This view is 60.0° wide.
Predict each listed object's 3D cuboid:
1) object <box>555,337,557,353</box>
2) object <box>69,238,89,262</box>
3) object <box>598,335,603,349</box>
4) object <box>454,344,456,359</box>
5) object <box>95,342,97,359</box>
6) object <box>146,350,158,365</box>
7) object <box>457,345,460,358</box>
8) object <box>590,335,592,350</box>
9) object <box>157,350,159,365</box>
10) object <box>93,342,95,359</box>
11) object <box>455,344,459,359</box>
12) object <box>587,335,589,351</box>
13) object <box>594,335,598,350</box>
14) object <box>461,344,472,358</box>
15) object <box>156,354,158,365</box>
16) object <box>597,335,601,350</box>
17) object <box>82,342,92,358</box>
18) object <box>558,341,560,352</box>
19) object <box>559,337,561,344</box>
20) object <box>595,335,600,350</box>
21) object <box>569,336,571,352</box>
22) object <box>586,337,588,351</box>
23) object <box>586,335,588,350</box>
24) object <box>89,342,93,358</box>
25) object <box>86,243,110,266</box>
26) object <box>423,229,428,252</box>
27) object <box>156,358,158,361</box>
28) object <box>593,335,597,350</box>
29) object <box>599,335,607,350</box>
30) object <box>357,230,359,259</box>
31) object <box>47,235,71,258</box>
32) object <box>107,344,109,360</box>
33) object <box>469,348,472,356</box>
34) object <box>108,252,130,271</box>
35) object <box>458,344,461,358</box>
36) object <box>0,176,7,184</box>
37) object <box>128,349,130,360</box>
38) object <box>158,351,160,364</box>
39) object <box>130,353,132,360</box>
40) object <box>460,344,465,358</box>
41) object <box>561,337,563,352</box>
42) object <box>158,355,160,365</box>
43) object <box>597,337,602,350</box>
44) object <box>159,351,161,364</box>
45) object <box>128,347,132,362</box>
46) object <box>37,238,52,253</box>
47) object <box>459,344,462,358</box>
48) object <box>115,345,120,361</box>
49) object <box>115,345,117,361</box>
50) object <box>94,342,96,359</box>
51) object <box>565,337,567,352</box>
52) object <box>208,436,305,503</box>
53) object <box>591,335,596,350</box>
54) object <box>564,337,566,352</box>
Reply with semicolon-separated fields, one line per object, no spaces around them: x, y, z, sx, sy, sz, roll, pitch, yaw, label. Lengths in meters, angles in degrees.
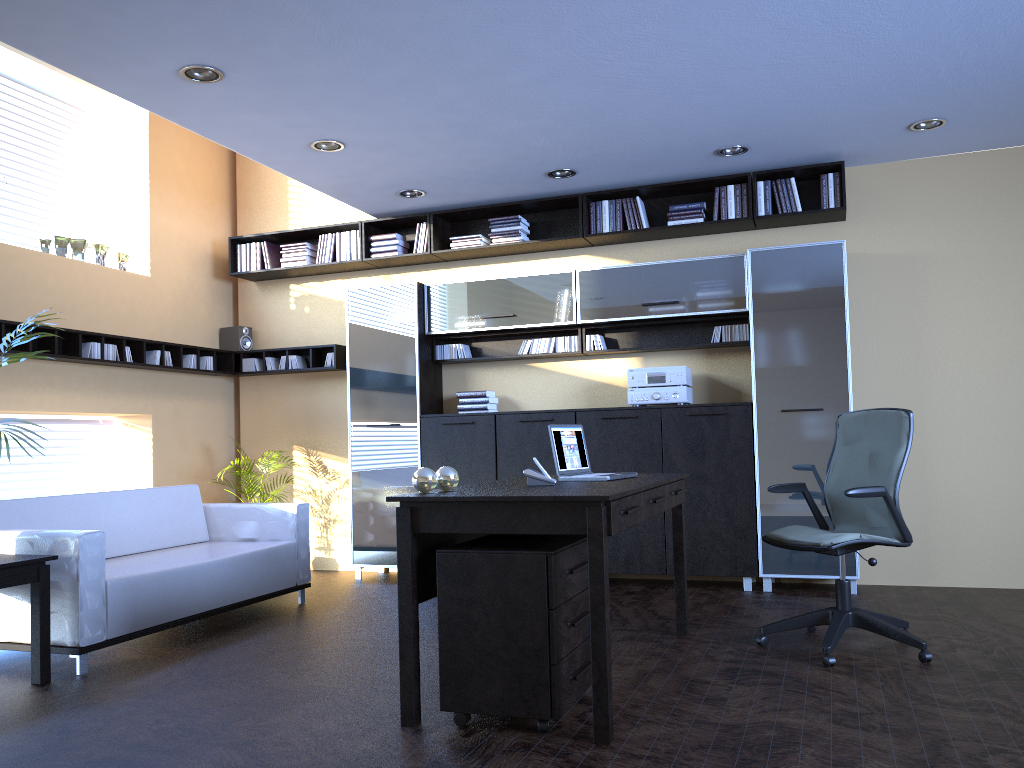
0.372;-0.304;7.048;0.009;0.120;0.142;-2;-3;20;object
-3.292;-1.002;6.727;0.137;0.173;0.144;-1;-3;-20;object
0.709;-0.320;6.928;0.036;0.116;0.140;-2;-3;20;object
-0.446;-0.263;7.339;0.009;0.120;0.142;-2;-3;20;object
-3.122;-0.242;6.536;0.142;0.120;0.009;-3;-2;20;object
-2.913;-0.208;7.118;0.142;0.118;0.040;-3;-3;19;object
-0.416;-0.264;7.329;0.026;0.117;0.140;-2;-3;20;object
0.636;-0.318;6.954;0.009;0.120;0.142;-2;-3;20;object
-2.907;-0.208;7.143;0.142;0.120;0.030;-3;-3;20;object
-3.128;-0.243;6.516;0.142;0.120;0.009;-3;-2;20;object
-0.435;-0.263;7.340;0.009;0.120;0.142;-2;-3;20;object
0.617;-0.317;6.960;0.009;0.120;0.142;-2;-3;20;object
0.674;-0.319;6.939;0.030;0.120;0.142;-2;-3;20;object
-0.373;-0.265;7.314;0.040;0.118;0.142;-2;-3;20;object
-2.910;-0.208;7.133;0.140;0.117;0.026;-3;-3;20;object
0.695;-0.320;6.933;0.026;0.117;0.140;-2;-3;20;object
-3.142;-0.243;6.485;0.142;0.118;0.040;-3;-3;19;object
0.392;-0.305;7.043;0.009;0.120;0.142;-2;-3;20;object
0.403;-0.305;7.045;0.009;0.120;0.142;-2;-3;20;object
0.684;-0.320;6.936;0.030;0.120;0.142;-2;-3;20;object
0.476;-0.309;7.010;0.009;0.120;0.142;-2;-3;19;object
0.607;-0.316;6.963;0.009;0.120;0.142;-2;-3;20;object
0.606;-0.316;6.958;0.006;0.118;0.140;-2;-3;20;object
-3.132;-0.243;6.507;0.142;0.120;0.009;-3;-2;20;object
-3.229;-0.993;6.894;0.137;0.173;0.144;-2;-3;10;object
-0.667;-1.196;7.370;0.075;0.259;0.207;-2;-3;19;object
-2.912;-0.208;7.134;0.142;0.120;0.030;-3;-3;20;object
0.666;-0.319;6.945;0.026;0.117;0.140;-2;-3;20;object
0.710;-0.320;6.931;0.040;0.118;0.142;-2;-3;20;object
-1.254;-1.166;7.576;0.050;0.258;0.207;-2;-3;19;object
-3.350;-1.005;6.557;0.126;0.159;0.133;-4;-4;40;object
-3.080;-0.236;6.646;0.142;0.120;0.009;-3;-2;20;object
-0.370;-0.265;7.320;0.036;0.116;0.140;-2;-3;20;object
-3.151;-0.969;7.108;0.118;0.149;0.124;-3;-3;20;object
-0.406;-0.264;7.326;0.030;0.120;0.142;-2;-3;20;object
-3.588;-1.307;5.939;0.351;0.694;0.437;-2;-3;-1;object
-3.014;-0.224;6.846;0.140;0.117;0.026;-3;-3;19;object
-2.905;-0.207;7.153;0.140;0.117;0.026;-3;-3;20;object
-3.006;-0.222;6.859;0.140;0.116;0.036;-3;-3;20;object
-0.388;-0.265;7.317;0.030;0.120;0.142;-2;-3;20;object
0.418;-0.307;7.027;0.009;0.120;0.142;-2;-3;20;object
-2.907;-0.207;7.154;0.142;0.120;0.030;-3;-3;20;object
0.695;-0.320;6.936;0.030;0.120;0.142;-2;-3;20;object
-2.903;-0.206;7.164;0.142;0.120;0.030;-3;-3;20;object
-3.007;-0.222;6.859;0.142;0.118;0.040;-3;-3;20;object
-3.394;-0.988;6.433;0.089;0.113;0.094;0;-3;-35;object
-0.395;-0.265;7.326;0.030;0.120;0.142;-2;-3;20;object
-3.052;-0.229;6.737;0.142;0.118;0.040;-3;-3;20;object
-3.055;-0.229;6.738;0.142;0.122;0.041;-3;-3;20;object
-3.126;-0.242;6.527;0.142;0.120;0.009;-3;-2;20;object
0.447;-0.308;7.017;0.009;0.120;0.142;-2;-3;20;object
-2.142;1.030;7.541;0.841;1.239;0.690;0;-3;-37;object
0.646;-0.318;6.951;0.009;0.120;0.142;-2;-3;19;object
0.439;-0.307;7.026;0.009;0.120;0.142;-2;-3;20;object
